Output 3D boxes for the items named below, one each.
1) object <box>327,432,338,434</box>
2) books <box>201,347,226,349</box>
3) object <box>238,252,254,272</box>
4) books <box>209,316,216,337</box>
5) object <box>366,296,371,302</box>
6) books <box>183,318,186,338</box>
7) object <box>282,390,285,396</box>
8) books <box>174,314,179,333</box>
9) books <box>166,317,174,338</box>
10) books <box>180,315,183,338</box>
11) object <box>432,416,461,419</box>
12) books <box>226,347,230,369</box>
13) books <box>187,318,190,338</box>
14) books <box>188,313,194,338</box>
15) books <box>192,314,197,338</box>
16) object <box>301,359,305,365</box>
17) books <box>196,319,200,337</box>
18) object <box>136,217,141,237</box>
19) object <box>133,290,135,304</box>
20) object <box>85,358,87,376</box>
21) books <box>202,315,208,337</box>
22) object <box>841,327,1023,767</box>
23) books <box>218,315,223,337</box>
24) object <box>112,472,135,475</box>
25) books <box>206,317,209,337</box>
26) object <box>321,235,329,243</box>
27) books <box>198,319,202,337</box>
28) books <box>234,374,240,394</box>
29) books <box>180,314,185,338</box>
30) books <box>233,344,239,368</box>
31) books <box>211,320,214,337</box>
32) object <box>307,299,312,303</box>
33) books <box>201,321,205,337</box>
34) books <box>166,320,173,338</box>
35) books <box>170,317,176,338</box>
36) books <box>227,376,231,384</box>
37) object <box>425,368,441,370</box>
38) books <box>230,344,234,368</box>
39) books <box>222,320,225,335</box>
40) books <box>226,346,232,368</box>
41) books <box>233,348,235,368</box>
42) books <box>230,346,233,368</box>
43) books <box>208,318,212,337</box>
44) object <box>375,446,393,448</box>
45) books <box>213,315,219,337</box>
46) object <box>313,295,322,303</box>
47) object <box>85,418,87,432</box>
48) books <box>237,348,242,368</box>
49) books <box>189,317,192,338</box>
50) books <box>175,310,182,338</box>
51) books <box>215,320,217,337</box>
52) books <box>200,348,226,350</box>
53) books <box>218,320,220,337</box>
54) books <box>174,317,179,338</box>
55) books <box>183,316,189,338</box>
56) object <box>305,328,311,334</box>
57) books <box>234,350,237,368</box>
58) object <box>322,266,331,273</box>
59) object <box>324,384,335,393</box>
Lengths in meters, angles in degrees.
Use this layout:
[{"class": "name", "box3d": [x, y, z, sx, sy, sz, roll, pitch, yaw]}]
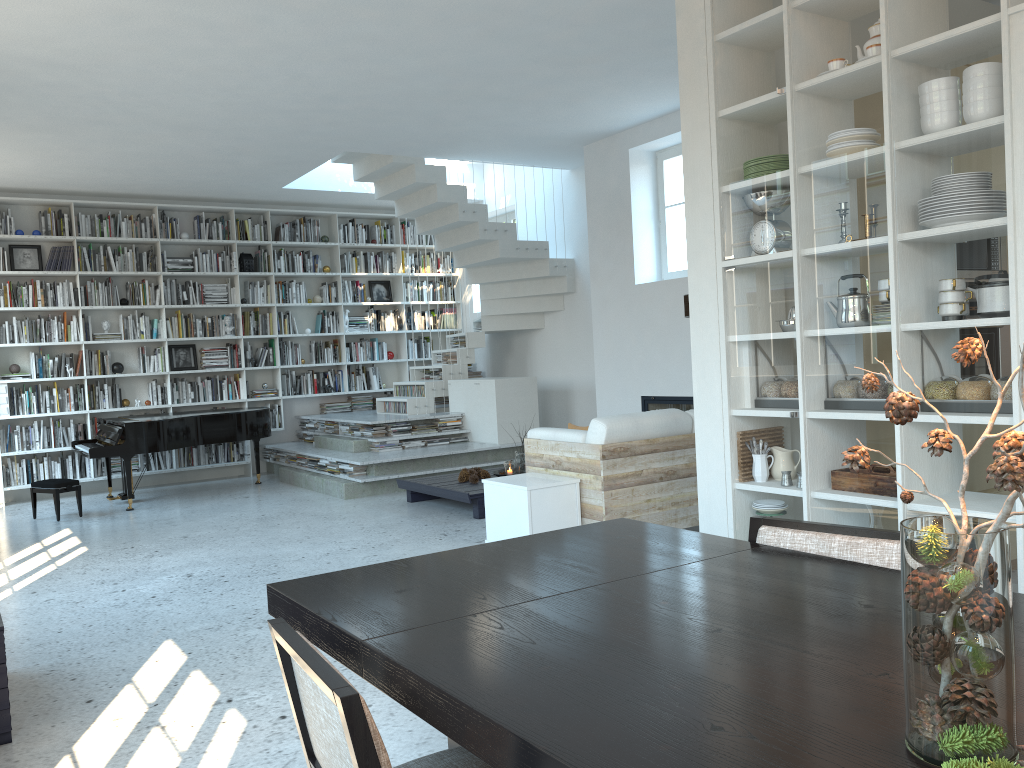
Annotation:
[{"class": "object", "box3d": [-1.993, 0.551, 10.145, 0.145, 0.010, 0.266, -4, 2, -37]}, {"class": "books", "box3d": [-3.472, -0.418, 10.301, 0.254, 0.012, 0.161, -4, 2, -29]}, {"class": "object", "box3d": [-3.125, -1.422, 10.433, 0.135, 0.248, 0.135, -5, 3, -43]}, {"class": "books", "box3d": [-3.471, -0.660, 10.274, 0.012, 0.245, 0.186, -5, 3, -33]}, {"class": "object", "box3d": [-1.843, -1.074, 11.310, 0.091, 0.092, 0.091, -3, 2, 16]}, {"class": "books", "box3d": [-3.758, -0.631, 10.130, 0.024, 0.228, 0.147, -5, 3, -33]}, {"class": "object", "box3d": [-2.784, 0.110, 10.726, 0.071, 0.072, 0.071, -3, 2, 16]}, {"class": "books", "box3d": [-3.818, -0.655, 10.098, 0.010, 0.284, 0.136, -5, 3, -33]}, {"class": "books", "box3d": [-3.877, -0.629, 10.042, 0.042, 0.242, 0.162, -5, 3, -33]}, {"class": "books", "box3d": [-3.772, -0.648, 10.076, 0.015, 0.267, 0.189, -5, 3, -33]}, {"class": "object", "box3d": [-0.721, 0.351, 9.629, 0.284, 0.030, 0.177, -4, 2, -33]}, {"class": "books", "box3d": [-3.334, -0.307, 10.390, 0.012, 0.254, 0.161, -5, 3, -33]}, {"class": "books", "box3d": [-3.711, -0.634, 10.143, 0.012, 0.228, 0.169, -5, 3, -33]}, {"class": "books", "box3d": [-3.681, -0.664, 10.162, 0.013, 0.284, 0.176, -5, 3, -33]}, {"class": "books", "box3d": [-3.656, -0.658, 10.162, 0.027, 0.268, 0.190, -5, 3, -33]}, {"class": "object", "box3d": [-2.571, -0.272, 10.866, 0.071, 0.072, 0.071, -3, 2, 16]}, {"class": "books", "box3d": [-3.631, -0.634, 10.194, 0.024, 0.216, 0.175, -5, 3, -33]}, {"class": "object", "box3d": [-4.155, -1.715, 9.858, 0.010, 0.247, 0.157, -5, 3, -33]}, {"class": "object", "box3d": [-4.212, -0.966, 9.837, 0.010, 0.225, 0.142, -5, 3, -33]}, {"class": "object", "box3d": [-4.621, -0.220, 9.586, 0.012, 0.270, 0.130, -5, 3, -33]}, {"class": "books", "box3d": [-3.551, -0.662, 10.250, 0.014, 0.259, 0.161, -5, 3, -33]}, {"class": "object", "box3d": [0.629, 0.140, 0.965, 0.542, 0.601, 0.317, -2, 3, 28]}, {"class": "books", "box3d": [-3.411, -0.672, 10.345, 0.024, 0.259, 0.126, -5, 3, -33]}, {"class": "object", "box3d": [-4.285, 0.979, 9.791, 0.254, 0.007, 0.161, -4, 2, -30]}, {"class": "books", "box3d": [-3.538, -0.650, 10.254, 0.010, 0.234, 0.175, -5, 3, -33]}, {"class": "object", "box3d": [-2.308, -1.779, 10.932, 0.104, 0.105, 0.104, -3, 2, 16]}, {"class": "books", "box3d": [-3.609, -0.635, 10.210, 0.030, 0.215, 0.168, -5, 3, -33]}, {"class": "books", "box3d": [-3.244, 0.029, 10.463, 0.011, 0.300, 0.149, -5, 3, -33]}, {"class": "books", "box3d": [-3.761, -0.657, 10.100, 0.010, 0.281, 0.170, -5, 3, -33]}, {"class": "books", "box3d": [-3.256, -0.326, 10.435, 0.011, 0.280, 0.186, -5, 3, -33]}, {"class": "books", "box3d": [-3.492, -0.636, 10.273, 0.029, 0.200, 0.178, -5, 3, -33]}, {"class": "object", "box3d": [-2.492, -1.014, 10.896, 0.068, 0.068, 0.068, -2, 3, 35]}, {"class": "books", "box3d": [-3.582, -0.630, 10.242, 0.050, 0.199, 0.145, -5, 3, -33]}, {"class": "books", "box3d": [-3.885, -0.611, 10.023, 0.053, 0.209, 0.156, -5, 3, -33]}, {"class": "books", "box3d": [-3.854, -0.634, 10.068, 0.026, 0.248, 0.139, -5, 3, -33]}, {"class": "books", "box3d": [-3.324, 0.043, 10.422, 0.010, 0.284, 0.132, -5, 3, -33]}, {"class": "object", "box3d": [-0.964, -0.184, 10.734, 0.161, 0.025, 0.174, -4, 2, -29]}, {"class": "books", "box3d": [-3.300, -0.327, 10.421, 0.011, 0.288, 0.152, -5, 3, -33]}, {"class": "books", "box3d": [-3.384, -0.646, 10.361, 0.035, 0.201, 0.149, -5, 3, -33]}, {"class": "books", "box3d": [-3.323, -0.311, 10.394, 0.011, 0.261, 0.184, -5, 3, -33]}, {"class": "books", "box3d": [-3.293, -0.300, 10.434, 0.013, 0.232, 0.134, -5, 3, -33]}, {"class": "books", "box3d": [-3.310, -0.310, 10.416, 0.013, 0.256, 0.162, -5, 3, -33]}, {"class": "books", "box3d": [-3.516, -0.646, 10.255, 0.029, 0.224, 0.185, -5, 3, -33]}, {"class": "object", "box3d": [-1.306, 0.643, 9.127, 0.204, 0.004, 0.140, -4, 2, -30]}, {"class": "books", "box3d": [-3.444, -0.669, 10.312, 0.025, 0.259, 0.150, -5, 3, -33]}, {"class": "object", "box3d": [-2.410, -1.042, 10.976, 0.111, 0.113, 0.111, -2, 3, 35]}, {"class": "object", "box3d": [-4.615, 0.510, 9.606, 0.017, 0.290, 0.089, -5, 3, -33]}, {"class": "books", "box3d": [-3.231, -0.302, 10.439, 0.034, 0.229, 0.199, -5, 3, -33]}, {"class": "books", "box3d": [-3.700, -0.639, 10.159, 0.025, 0.236, 0.137, -5, 3, -33]}, {"class": "books", "box3d": [-3.785, -0.673, 10.068, 0.014, 0.318, 0.188, -5, 3, -33]}, {"class": "books", "box3d": [-3.475, -0.654, 10.315, 0.025, 0.230, 0.143, -5, 3, -33]}, {"class": "books", "box3d": [-3.473, -0.405, 10.304, 0.254, 0.012, 0.161, -4, 2, -36]}, {"class": "books", "box3d": [-3.432, -0.645, 10.340, 0.022, 0.207, 0.114, -5, 3, -33]}, {"class": "books", "box3d": [-3.827, -0.632, 10.078, 0.029, 0.240, 0.155, -5, 3, -33]}, {"class": "books", "box3d": [-3.740, -0.648, 10.148, 0.028, 0.259, 0.134, -5, 3, -33]}, {"class": "object", "box3d": [-2.500, -0.646, 10.867, 0.071, 0.072, 0.071, -3, 2, 16]}, {"class": "books", "box3d": [-3.277, -0.294, 10.442, 0.021, 0.217, 0.132, -5, 3, -33]}, {"class": "object", "box3d": [-2.291, -1.411, 10.953, 0.100, 0.102, 0.100, -2, 3, 35]}, {"class": "object", "box3d": [-2.246, 0.056, 10.897, 0.064, 0.114, 0.160, -1, 3, 45]}]
